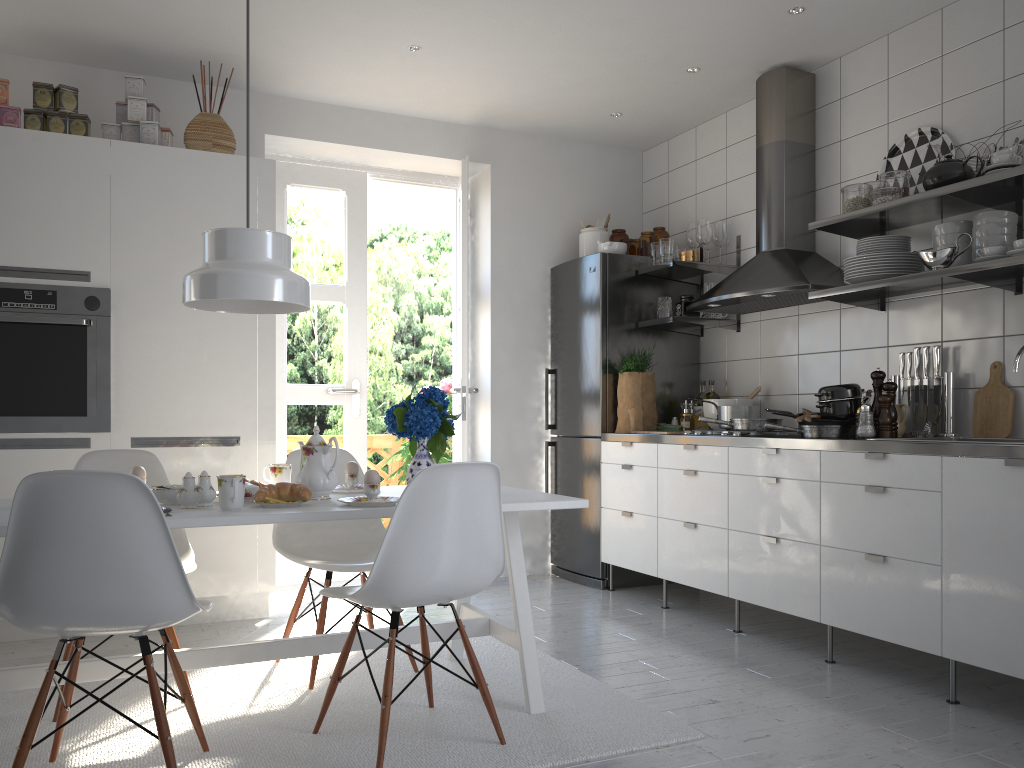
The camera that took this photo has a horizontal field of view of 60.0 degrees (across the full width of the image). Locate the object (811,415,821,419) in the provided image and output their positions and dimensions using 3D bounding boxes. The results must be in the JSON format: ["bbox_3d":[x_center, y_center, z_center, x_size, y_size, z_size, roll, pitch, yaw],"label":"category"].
[{"bbox_3d":[1.266,0.140,3.691,0.065,0.021,0.336,-1,-2,28],"label":"object"}]

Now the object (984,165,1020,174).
[{"bbox_3d":[1.663,-0.713,2.990,0.121,0.021,0.121,1,-2,-21],"label":"object"}]

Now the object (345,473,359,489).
[{"bbox_3d":[-0.552,0.335,3.055,0.048,0.057,0.048,0,-1,15],"label":"object"}]

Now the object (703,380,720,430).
[{"bbox_3d":[1.069,0.120,4.742,0.082,0.282,0.089,0,0,-25],"label":"object"}]

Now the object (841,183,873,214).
[{"bbox_3d":[1.397,-0.735,3.589,0.121,0.130,0.121,1,-1,-40],"label":"object"}]

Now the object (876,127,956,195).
[{"bbox_3d":[1.669,-0.862,3.672,0.053,0.393,0.395,0,-1,-25],"label":"object"}]

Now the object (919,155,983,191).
[{"bbox_3d":[1.581,-0.756,3.202,0.178,0.142,0.200,0,-2,16],"label":"object"}]

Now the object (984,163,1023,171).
[{"bbox_3d":[1.662,-0.723,2.994,0.121,0.024,0.121,1,-2,-30],"label":"object"}]

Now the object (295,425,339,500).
[{"bbox_3d":[-0.605,0.243,2.757,0.140,0.230,0.149,0,-1,-7],"label":"object"}]

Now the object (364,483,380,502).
[{"bbox_3d":[-0.407,0.317,2.578,0.048,0.057,0.048,0,-1,15],"label":"object"}]

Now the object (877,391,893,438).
[{"bbox_3d":[1.458,0.119,3.462,0.058,0.184,0.058,0,0,3],"label":"object"}]

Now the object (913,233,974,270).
[{"bbox_3d":[1.560,-0.465,3.209,0.102,0.135,0.210,1,-2,-43],"label":"object"}]

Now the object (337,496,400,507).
[{"bbox_3d":[-0.407,0.343,2.578,0.201,0.016,0.201,1,-2,-20],"label":"object"}]

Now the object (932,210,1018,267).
[{"bbox_3d":[1.702,-0.504,3.271,0.150,0.216,0.310,0,-2,-28],"label":"object"}]

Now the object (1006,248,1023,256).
[{"bbox_3d":[1.676,-0.422,2.881,0.121,0.021,0.121,1,-2,-21],"label":"object"}]

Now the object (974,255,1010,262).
[{"bbox_3d":[1.640,-0.417,3.013,0.121,0.021,0.121,1,-2,-28],"label":"object"}]

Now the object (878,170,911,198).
[{"bbox_3d":[1.531,-0.757,3.544,0.121,0.171,0.121,0,-1,-6],"label":"object"}]

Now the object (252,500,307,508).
[{"bbox_3d":[-0.662,0.342,2.539,0.158,0.016,0.158,1,-2,-16],"label":"object"}]

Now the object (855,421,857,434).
[{"bbox_3d":[1.470,0.128,3.907,0.081,0.201,0.101,0,0,-36],"label":"object"}]

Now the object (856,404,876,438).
[{"bbox_3d":[1.383,0.144,3.464,0.069,0.135,0.069,0,-1,44],"label":"object"}]

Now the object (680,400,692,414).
[{"bbox_3d":[0.933,0.175,4.750,0.059,0.172,0.059,0,0,24],"label":"object"}]

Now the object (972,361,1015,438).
[{"bbox_3d":[1.824,0.060,3.355,0.047,0.294,0.157,0,0,-26],"label":"object"}]

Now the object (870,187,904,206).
[{"bbox_3d":[1.456,-0.715,3.443,0.121,0.079,0.121,1,-2,-40],"label":"object"}]

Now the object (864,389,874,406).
[{"bbox_3d":[1.559,0.125,3.831,0.081,0.201,0.101,0,0,-6],"label":"object"}]

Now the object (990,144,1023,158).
[{"bbox_3d":[1.661,-0.772,2.991,0.078,0.067,0.083,0,-1,-11],"label":"object"}]

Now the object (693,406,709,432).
[{"bbox_3d":[1.012,0.190,4.744,0.044,0.141,0.077,0,-1,-26],"label":"object"}]

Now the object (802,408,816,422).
[{"bbox_3d":[1.229,0.129,3.689,0.059,0.061,0.334,0,-2,22],"label":"object"}]

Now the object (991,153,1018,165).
[{"bbox_3d":[1.661,-0.743,2.992,0.079,0.050,0.082,-1,-2,37],"label":"object"}]

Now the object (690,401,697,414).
[{"bbox_3d":[0.973,0.177,4.801,0.059,0.172,0.059,0,0,24],"label":"object"}]

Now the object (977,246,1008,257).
[{"bbox_3d":[1.639,-0.438,3.012,0.083,0.048,0.079,1,-2,-33],"label":"object"}]

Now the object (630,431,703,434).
[{"bbox_3d":[0.777,0.245,4.475,0.220,0.012,0.330,1,-2,-25],"label":"object"}]

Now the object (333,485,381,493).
[{"bbox_3d":[-0.552,0.362,3.056,0.201,0.016,0.201,1,-2,-20],"label":"object"}]

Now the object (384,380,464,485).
[{"bbox_3d":[-0.294,0.177,2.917,0.236,0.377,0.266,0,-1,-24],"label":"object"}]

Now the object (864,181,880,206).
[{"bbox_3d":[1.511,-0.751,3.703,0.121,0.171,0.121,0,-1,-6],"label":"object"}]

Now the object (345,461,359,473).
[{"bbox_3d":[-0.552,0.298,3.055,0.048,0.063,0.048,0,-1,-21],"label":"object"}]

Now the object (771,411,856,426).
[{"bbox_3d":[1.270,0.156,3.729,0.347,0.082,0.243,-1,-2,16],"label":"object"}]

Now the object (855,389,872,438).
[{"bbox_3d":[1.406,0.118,3.525,0.058,0.192,0.080,0,0,-37],"label":"object"}]

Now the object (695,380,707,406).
[{"bbox_3d":[1.039,0.122,4.818,0.066,0.282,0.066,0,0,-31],"label":"object"}]

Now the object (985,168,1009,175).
[{"bbox_3d":[1.663,-0.703,2.991,0.121,0.021,0.121,1,-2,-21],"label":"object"}]

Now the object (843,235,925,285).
[{"bbox_3d":[1.490,-0.482,3.553,0.301,0.195,0.306,1,-2,-21],"label":"object"}]

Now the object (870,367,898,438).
[{"bbox_3d":[1.488,0.073,3.544,0.061,0.283,0.123,0,0,-21],"label":"object"}]

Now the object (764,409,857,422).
[{"bbox_3d":[1.275,0.142,3.717,0.356,0.080,0.246,1,-2,-18],"label":"object"}]

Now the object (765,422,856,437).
[{"bbox_3d":[1.281,0.193,3.757,0.351,0.061,0.232,-2,-3,43],"label":"object"}]

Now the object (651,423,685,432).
[{"bbox_3d":[0.773,0.222,4.478,0.142,0.053,0.276,0,-2,-10],"label":"object"}]

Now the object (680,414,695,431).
[{"bbox_3d":[0.928,0.207,4.680,0.078,0.101,0.078,-1,-1,31],"label":"object"}]

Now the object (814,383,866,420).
[{"bbox_3d":[1.361,0.077,3.674,0.190,0.159,0.197,-1,-2,26],"label":"object"}]

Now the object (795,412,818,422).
[{"bbox_3d":[1.214,0.136,3.695,0.064,0.044,0.335,-1,-2,31],"label":"object"}]

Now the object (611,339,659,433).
[{"bbox_3d":[0.670,0.017,4.723,0.282,0.509,0.174,0,0,-38],"label":"object"}]

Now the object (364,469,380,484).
[{"bbox_3d":[-0.407,0.279,2.578,0.048,0.063,0.048,0,-1,-21],"label":"object"}]

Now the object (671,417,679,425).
[{"bbox_3d":[0.876,0.219,4.766,0.046,0.084,0.046,0,-1,42],"label":"object"}]

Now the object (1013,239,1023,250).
[{"bbox_3d":[1.674,-0.443,2.881,0.082,0.048,0.079,0,-2,-13],"label":"object"}]
